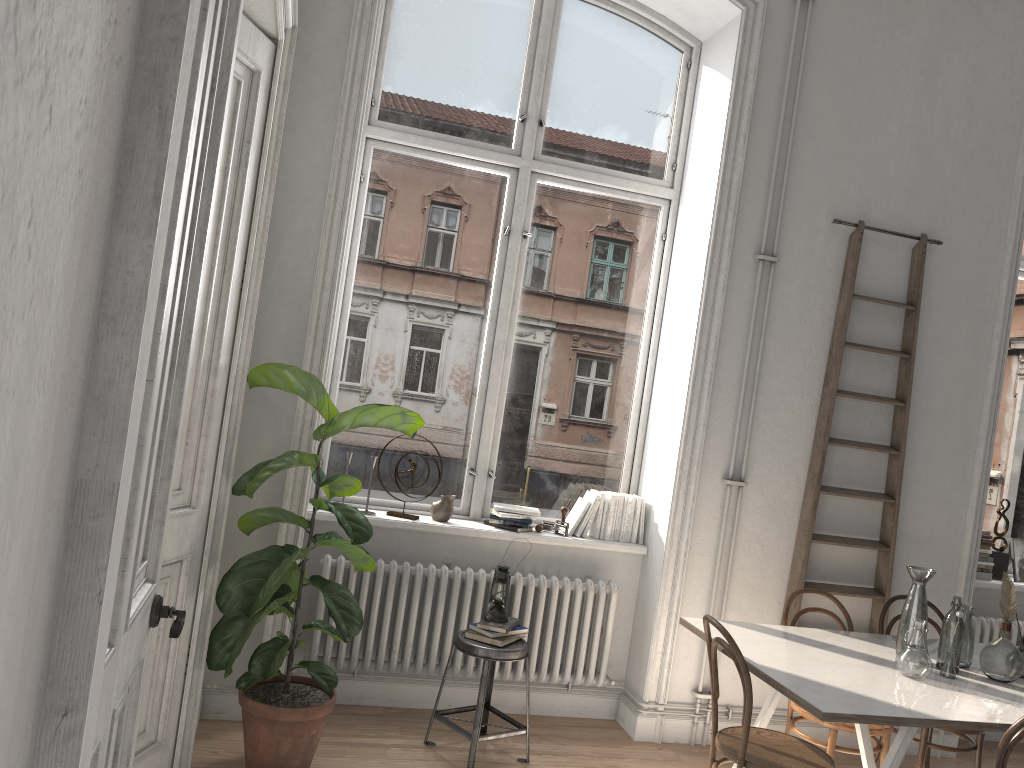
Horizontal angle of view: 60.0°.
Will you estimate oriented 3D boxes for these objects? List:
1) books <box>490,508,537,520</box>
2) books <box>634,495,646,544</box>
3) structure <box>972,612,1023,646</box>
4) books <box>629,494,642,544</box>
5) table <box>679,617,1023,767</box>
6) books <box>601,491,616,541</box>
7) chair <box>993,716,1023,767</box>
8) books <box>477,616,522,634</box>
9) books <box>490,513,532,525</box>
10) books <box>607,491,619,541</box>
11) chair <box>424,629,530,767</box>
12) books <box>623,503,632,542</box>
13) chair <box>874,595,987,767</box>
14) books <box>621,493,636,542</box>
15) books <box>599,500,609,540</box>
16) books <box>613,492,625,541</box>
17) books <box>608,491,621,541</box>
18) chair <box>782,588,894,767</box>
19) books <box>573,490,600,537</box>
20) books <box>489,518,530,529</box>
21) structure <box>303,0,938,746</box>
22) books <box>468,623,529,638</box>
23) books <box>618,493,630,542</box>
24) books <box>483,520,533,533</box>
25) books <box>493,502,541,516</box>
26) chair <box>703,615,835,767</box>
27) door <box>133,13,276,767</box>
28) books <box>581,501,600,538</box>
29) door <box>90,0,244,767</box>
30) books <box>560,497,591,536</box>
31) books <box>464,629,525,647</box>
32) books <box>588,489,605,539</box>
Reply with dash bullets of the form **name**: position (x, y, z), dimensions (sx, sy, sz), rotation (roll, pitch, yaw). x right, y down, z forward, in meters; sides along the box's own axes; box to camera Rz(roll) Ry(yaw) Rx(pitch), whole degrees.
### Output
- **books**: position (0.005, 0.681, 4.638), dimensions (0.205, 0.020, 0.155), rotation (8, -1, -23)
- **books**: position (0.679, 0.734, 4.827), dimensions (0.040, 0.244, 0.174), rotation (8, 0, -13)
- **structure**: position (3.298, 1.707, 5.306), dimensions (1.578, 0.552, 0.194), rotation (8, 0, -13)
- **books**: position (0.648, 0.730, 4.822), dimensions (0.024, 0.243, 0.175), rotation (8, 0, -13)
- **table**: position (1.867, 1.574, 3.610), dimensions (2.201, 0.780, 1.100), rotation (8, -1, -13)
- **books**: position (0.501, 0.708, 4.775), dimensions (0.024, 0.243, 0.175), rotation (8, 0, -13)
- **chair**: position (1.676, 1.471, 3.117), dimensions (0.438, 0.920, 0.549), rotation (8, 0, -18)
- **books**: position (-0.057, 1.104, 4.088), dimensions (0.147, 0.027, 0.221), rotation (8, -1, 19)
- **books**: position (-0.003, 0.701, 4.649), dimensions (0.221, 0.023, 0.147), rotation (8, -1, 2)
- **books**: position (0.520, 0.711, 4.789), dimensions (0.019, 0.243, 0.174), rotation (8, 0, -13)
- **chair**: position (-0.124, 1.421, 4.044), dimensions (0.364, 0.522, 0.360), rotation (8, 0, -40)
- **books**: position (0.599, 0.742, 4.810), dimensions (0.020, 0.205, 0.155), rotation (8, 0, -13)
- **chair**: position (1.999, 1.530, 4.243), dimensions (0.438, 0.920, 0.549), rotation (8, 0, -6)
- **books**: position (0.619, 0.726, 4.835), dimensions (0.024, 0.243, 0.175), rotation (8, 0, -13)
- **books**: position (0.475, 0.723, 4.780), dimensions (0.020, 0.205, 0.155), rotation (8, 0, -13)
- **books**: position (0.555, 0.716, 4.820), dimensions (0.024, 0.243, 0.175), rotation (8, 0, -13)
- **books**: position (0.535, 0.713, 4.810), dimensions (0.019, 0.243, 0.174), rotation (8, 0, -13)
- **chair**: position (1.466, 1.451, 4.033), dimensions (0.438, 0.920, 0.549), rotation (8, 0, -15)
- **books**: position (0.382, 0.694, 4.756), dimensions (0.100, 0.235, 0.174), rotation (8, 0, -13)
- **books**: position (-0.009, 0.722, 4.650), dimensions (0.205, 0.022, 0.155), rotation (8, -1, 7)
- **structure**: position (1.791, -0.288, 4.809), dimensions (5.183, 4.474, 0.340), rotation (8, 0, -13)
- **books**: position (-0.061, 1.126, 4.087), dimensions (0.232, 0.029, 0.162), rotation (9, -1, -43)
- **books**: position (0.581, 0.720, 4.803), dimensions (0.019, 0.243, 0.174), rotation (8, 0, -13)
- **books**: position (-0.019, 0.743, 4.652), dimensions (0.221, 0.023, 0.147), rotation (8, -1, 35)
- **books**: position (0.023, 0.658, 4.662), dimensions (0.244, 0.019, 0.174), rotation (8, -1, -3)
- **chair**: position (0.943, 1.368, 3.361), dimensions (0.549, 0.920, 0.438), rotation (8, 0, -5)
- **door**: position (-1.172, 0.097, 2.797), dimensions (0.216, 2.814, 1.097), rotation (8, 0, 11)
- **books**: position (0.404, 0.714, 4.763), dimensions (0.072, 0.203, 0.155), rotation (8, 0, -13)
- **door**: position (-0.743, 0.146, 1.706), dimensions (0.216, 2.814, 1.096), rotation (8, 0, -12)
- **books**: position (0.341, 0.708, 4.751), dimensions (0.105, 0.194, 0.155), rotation (8, 0, -14)
- **books**: position (-0.076, 1.150, 4.081), dimensions (0.194, 0.034, 0.246), rotation (8, -1, 27)
- **books**: position (0.448, 0.701, 4.794), dimensions (0.024, 0.243, 0.175), rotation (8, 0, -13)
